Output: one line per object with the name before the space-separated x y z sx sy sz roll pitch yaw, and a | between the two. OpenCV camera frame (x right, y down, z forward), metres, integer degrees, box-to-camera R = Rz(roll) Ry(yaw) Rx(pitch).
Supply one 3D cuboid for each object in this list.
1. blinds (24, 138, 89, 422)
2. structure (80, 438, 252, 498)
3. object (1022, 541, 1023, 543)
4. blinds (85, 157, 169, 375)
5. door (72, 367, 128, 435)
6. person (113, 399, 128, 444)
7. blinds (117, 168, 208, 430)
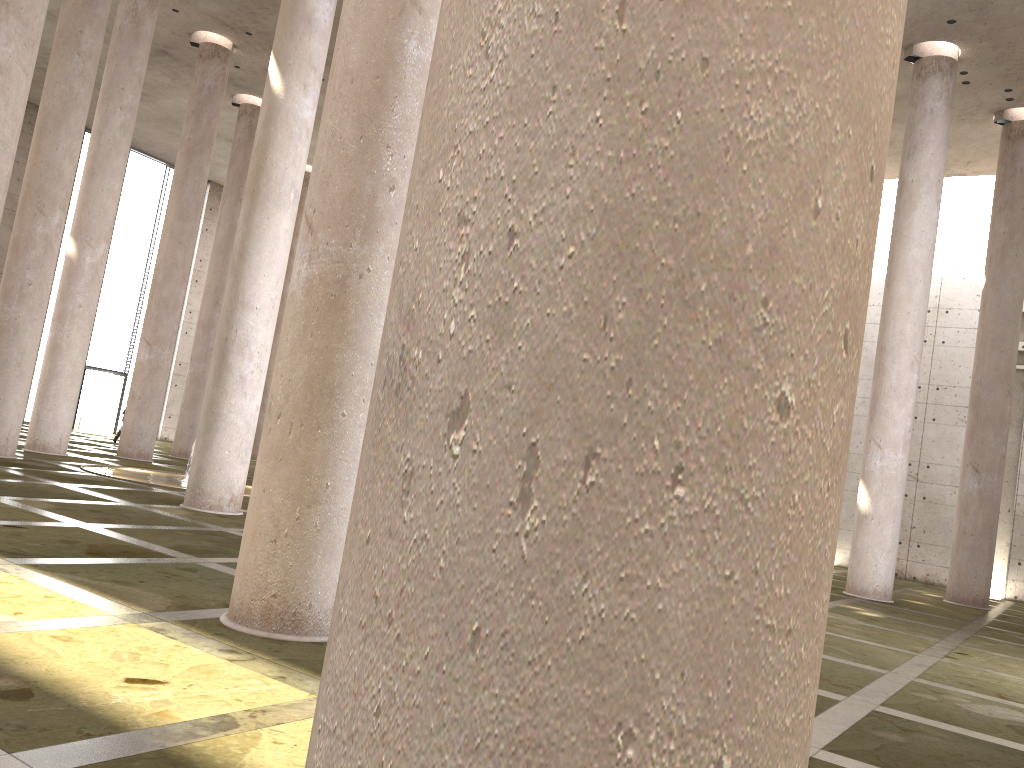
blinds | -15.416 -3.562 31.353 0.202 10.110 1.676 6 -6 33
structure | -6.133 1.675 17.073 3.913 1.279 3.916 9 -5 6
object | 12.936 3.774 19.987 2.483 3.247 2.333 11 -5 -18
blinds | -14.243 -4.354 32.897 0.202 7.905 1.676 6 -6 33
door | -15.160 0.592 32.295 0.761 2.300 2.132 8 -5 13
person | -11.458 0.973 26.496 0.789 1.752 0.001 8 -5 13
blinds | -13.505 -3.109 34.323 0.202 10.355 1.676 6 -6 33
